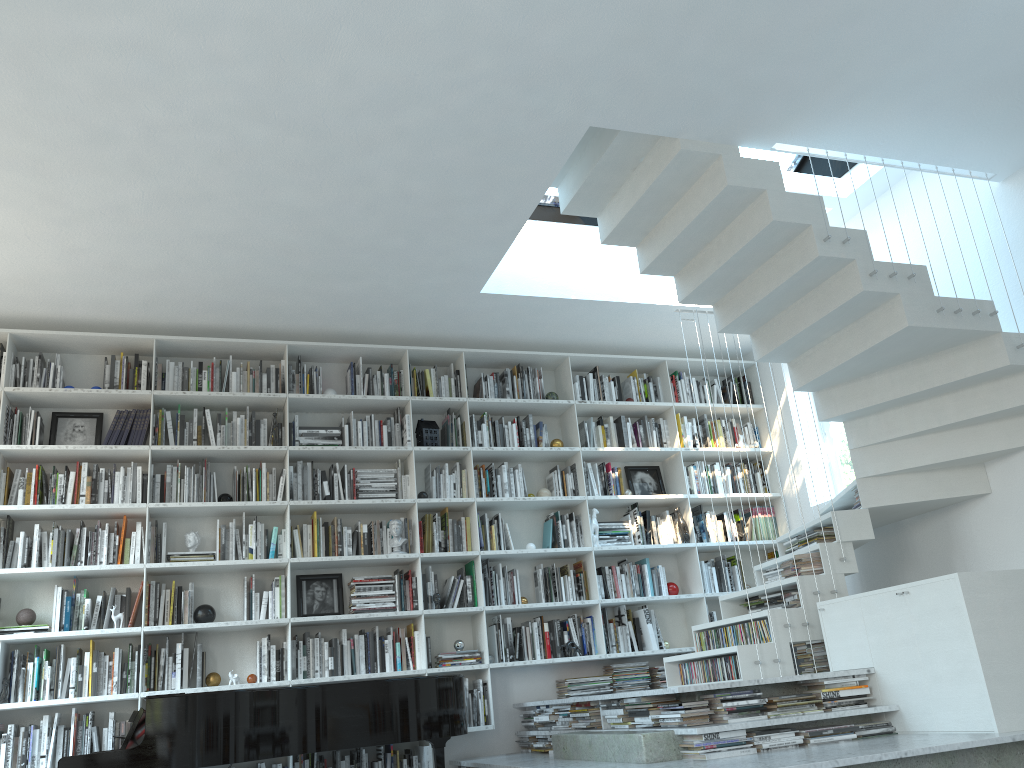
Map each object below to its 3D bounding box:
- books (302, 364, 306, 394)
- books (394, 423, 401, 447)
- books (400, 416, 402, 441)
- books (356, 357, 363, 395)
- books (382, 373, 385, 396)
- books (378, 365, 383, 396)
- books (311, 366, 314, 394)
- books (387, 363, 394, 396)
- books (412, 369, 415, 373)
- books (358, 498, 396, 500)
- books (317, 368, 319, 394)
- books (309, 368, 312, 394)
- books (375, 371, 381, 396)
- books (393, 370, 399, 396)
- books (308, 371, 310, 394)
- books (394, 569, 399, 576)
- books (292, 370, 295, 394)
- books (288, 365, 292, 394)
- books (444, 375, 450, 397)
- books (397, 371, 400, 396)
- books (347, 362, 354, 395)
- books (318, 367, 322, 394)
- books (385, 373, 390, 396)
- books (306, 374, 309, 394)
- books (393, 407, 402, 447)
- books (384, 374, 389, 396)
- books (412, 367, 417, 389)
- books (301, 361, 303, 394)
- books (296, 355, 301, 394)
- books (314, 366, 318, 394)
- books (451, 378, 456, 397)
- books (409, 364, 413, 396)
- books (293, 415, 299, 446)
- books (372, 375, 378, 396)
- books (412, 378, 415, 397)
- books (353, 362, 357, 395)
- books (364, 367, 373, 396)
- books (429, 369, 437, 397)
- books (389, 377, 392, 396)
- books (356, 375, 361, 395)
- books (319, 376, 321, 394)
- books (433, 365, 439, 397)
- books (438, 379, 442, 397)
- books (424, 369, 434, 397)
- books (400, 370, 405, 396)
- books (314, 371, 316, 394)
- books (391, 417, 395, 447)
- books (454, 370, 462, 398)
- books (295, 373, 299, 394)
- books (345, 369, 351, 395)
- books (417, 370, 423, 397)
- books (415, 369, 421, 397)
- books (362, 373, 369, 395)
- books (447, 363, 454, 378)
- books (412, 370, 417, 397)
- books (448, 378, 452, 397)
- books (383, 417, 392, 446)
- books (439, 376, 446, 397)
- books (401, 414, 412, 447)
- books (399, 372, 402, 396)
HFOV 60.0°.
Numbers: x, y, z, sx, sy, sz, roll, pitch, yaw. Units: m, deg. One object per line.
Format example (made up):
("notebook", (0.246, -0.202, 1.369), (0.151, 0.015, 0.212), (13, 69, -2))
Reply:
("books", (-1.454, 0.014, 6.201), (0.011, 0.264, 0.164), (1, -21, -20))
("books", (-0.825, 0.404, 6.283), (0.029, 0.202, 0.192), (1, -21, -20))
("books", (-0.808, 0.369, 6.332), (0.010, 0.298, 0.134), (1, -21, -20))
("books", (-1.091, -0.007, 6.342), (0.010, 0.330, 0.187), (1, -21, -20))
("books", (-0.941, 0.052, 6.379), (0.012, 0.216, 0.180), (1, -21, -20))
("books", (-0.951, 0.024, 6.375), (0.010, 0.269, 0.180), (1, -21, -20))
("books", (-1.407, 0.020, 6.231), (0.013, 0.263, 0.147), (1, -21, -20))
("books", (-0.879, 0.017, 6.432), (0.012, 0.307, 0.138), (1, -21, -20))
("books", (-0.721, 0.039, 6.465), (0.006, 0.258, 0.166), (1, -21, -20))
("books", (-0.939, 0.813, 6.096), (0.254, 0.012, 0.161), (1, -21, -17))
("books", (-1.379, 0.032, 6.251), (0.013, 0.248, 0.148), (1, -21, -20))
("books", (-1.420, 0.029, 6.229), (0.014, 0.247, 0.140), (1, -21, -20))
("books", (-0.970, 0.044, 6.377), (0.023, 0.235, 0.154), (1, -21, -20))
("books", (-0.855, 0.045, 6.422), (0.028, 0.243, 0.161), (1, -21, -20))
("books", (-1.433, 0.041, 6.235), (0.006, 0.232, 0.136), (1, -21, -20))
("books", (-0.769, 1.402, 5.954), (0.011, 0.298, 0.130), (1, -21, -20))
("books", (-1.532, 0.036, 6.186), (0.023, 0.227, 0.157), (1, -21, -20))
("books", (-1.550, 0.016, 6.165), (0.026, 0.252, 0.186), (1, -21, -20))
("books", (-0.500, 0.064, 6.528), (0.031, 0.212, 0.170), (1, -21, -20))
("books", (-0.838, 0.049, 6.438), (0.014, 0.243, 0.145), (1, -21, -20))
("books", (-1.150, 0.010, 6.317), (0.014, 0.291, 0.176), (1, -21, -20))
("books", (-1.353, 0.024, 6.244), (0.011, 0.255, 0.144), (1, -21, -20))
("books", (-0.911, 0.055, 6.420), (0.026, 0.233, 0.137), (1, -21, -20))
("books", (-1.439, 0.051, 6.206), (0.023, 0.195, 0.173), (1, -21, -20))
("books", (-0.815, 0.346, 6.319), (0.012, 0.333, 0.156), (1, -21, -20))
("books", (-0.918, 0.054, 6.368), (0.023, 0.201, 0.194), (1, -21, -20))
("books", (-0.719, 0.034, 6.480), (0.007, 0.278, 0.151), (1, -21, -20))
("books", (-1.480, 0.003, 6.212), (0.010, 0.295, 0.153), (1, -21, -20))
("books", (-1.496, -0.016, 6.220), (0.014, 0.339, 0.145), (1, -21, -20))
("books", (-1.381, 0.023, 6.232), (0.005, 0.254, 0.168), (1, -21, -20))
("books", (-0.455, 0.079, 6.554), (0.022, 0.193, 0.182), (1, -21, -20))
("books", (-0.751, 0.021, 6.465), (0.007, 0.297, 0.181), (1, -21, -20))
("books", (-1.478, 0.360, 6.049), (0.021, 0.248, 0.192), (1, -21, -20))
("books", (-0.993, 0.057, 6.358), (0.033, 0.202, 0.167), (1, -21, -20))
("books", (-0.737, 0.073, 6.457), (0.015, 0.192, 0.160), (1, -21, -20))
("books", (-1.132, 0.012, 6.332), (0.011, 0.295, 0.158), (1, -21, -20))
("books", (-1.031, 0.032, 6.375), (0.028, 0.269, 0.140), (1, -21, -20))
("books", (-0.592, 0.041, 6.530), (0.030, 0.273, 0.152), (1, -21, -20))
("books", (-0.889, 0.067, 6.417), (0.014, 0.203, 0.135), (1, -21, -20))
("books", (-1.112, 0.058, 6.335), (0.031, 0.208, 0.147), (1, -21, -20))
("books", (-1.362, 0.059, 6.236), (0.010, 0.186, 0.153), (1, -21, -20))
("books", (-0.569, 0.025, 6.525), (0.010, 0.296, 0.168), (1, -21, -20))
("books", (-0.547, 0.080, 6.508), (0.022, 0.179, 0.173), (1, -21, -20))
("books", (-0.624, 0.042, 6.494), (0.054, 0.253, 0.191), (1, -21, -20))
("books", (-0.808, 0.043, 6.449), (0.022, 0.256, 0.137), (1, -21, -20))
("books", (-1.390, 0.040, 6.224), (0.016, 0.218, 0.144), (1, -21, -20))
("books", (-0.860, 0.381, 6.295), (0.029, 0.260, 0.133), (1, -21, -20))
("books", (-0.417, 0.047, 6.563), (0.029, 0.252, 0.187), (1, -21, -20))
("books", (-1.503, 0.047, 6.177), (0.026, 0.194, 0.167), (1, -21, -20))
("books", (-1.166, 0.038, 6.320), (0.012, 0.244, 0.151), (1, -21, -20))
("books", (-0.679, 0.042, 6.490), (0.008, 0.261, 0.142), (1, -21, -20))
("books", (-0.696, 0.040, 6.476), (0.034, 0.260, 0.158), (1, -21, -20))
("books", (-1.059, 0.052, 6.337), (0.050, 0.210, 0.173), (1, -21, -20))
("books", (-0.450, 0.022, 6.597), (0.012, 0.328, 0.129), (1, -21, -20))
("books", (-0.721, 0.043, 6.446), (0.007, 0.238, 0.192), (1, -21, -20))
("books", (-0.480, 0.077, 6.554), (0.025, 0.203, 0.163), (1, -21, -20))
("books", (-0.882, 0.381, 6.269), (0.032, 0.247, 0.174), (1, -21, -20))
("books", (-0.527, 0.070, 6.521), (0.024, 0.201, 0.181), (1, -21, -20))
("books", (-0.757, 0.370, 6.258), (0.037, 0.236, 0.273), (1, -21, -20))
("books", (-0.822, 0.049, 6.434), (0.014, 0.238, 0.153), (1, -21, -20))
